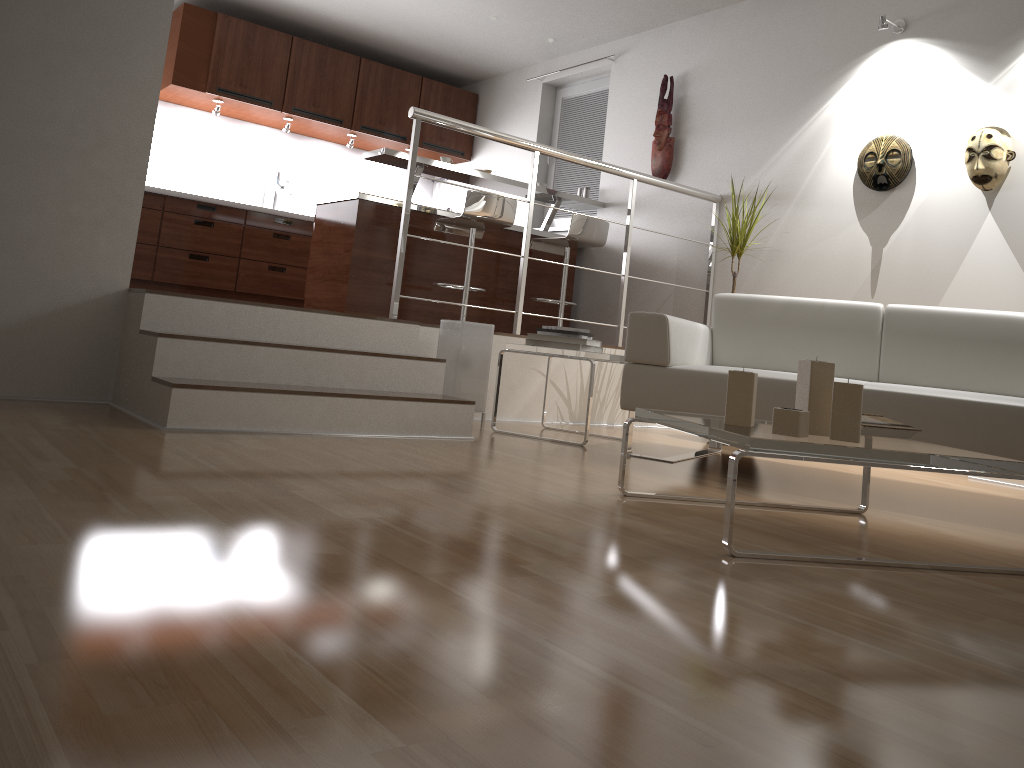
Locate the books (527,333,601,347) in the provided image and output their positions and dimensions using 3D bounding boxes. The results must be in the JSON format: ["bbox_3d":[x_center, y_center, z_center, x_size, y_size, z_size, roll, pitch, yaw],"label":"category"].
[{"bbox_3d":[0.241,-0.202,4.026,0.289,0.027,0.224,7,3,22],"label":"books"}]

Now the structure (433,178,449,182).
[{"bbox_3d":[-0.588,-1.947,8.307,0.048,0.034,0.599,7,2,-37],"label":"structure"}]

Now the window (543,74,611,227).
[{"bbox_3d":[0.569,-1.862,7.096,0.140,1.285,0.844,11,-6,-37],"label":"window"}]

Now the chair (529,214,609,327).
[{"bbox_3d":[0.367,-0.711,5.980,0.381,0.860,0.426,11,-6,-41],"label":"chair"}]

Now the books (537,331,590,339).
[{"bbox_3d":[0.243,-0.222,4.028,0.217,0.015,0.150,7,3,22],"label":"books"}]

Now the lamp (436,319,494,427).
[{"bbox_3d":[-0.235,-0.055,4.145,0.190,0.488,0.199,10,-7,-37],"label":"lamp"}]

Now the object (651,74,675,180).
[{"bbox_3d":[1.062,-1.768,6.106,0.151,0.801,0.148,5,-6,8],"label":"object"}]

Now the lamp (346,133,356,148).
[{"bbox_3d":[-1.383,-2.084,7.518,0.080,0.126,0.079,6,-4,3],"label":"lamp"}]

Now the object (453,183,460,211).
[{"bbox_3d":[-0.509,-1.731,8.096,0.023,0.387,0.071,11,-8,-37],"label":"object"}]

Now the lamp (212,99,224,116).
[{"bbox_3d":[-2.301,-2.154,6.831,0.080,0.126,0.079,6,-4,3],"label":"lamp"}]

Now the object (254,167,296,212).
[{"bbox_3d":[-1.994,-1.619,7.461,0.325,0.411,0.163,8,-6,-37],"label":"object"}]

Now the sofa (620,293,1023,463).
[{"bbox_3d":[1.424,0.023,3.449,1.791,0.749,0.894,7,-1,28],"label":"sofa"}]

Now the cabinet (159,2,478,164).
[{"bbox_3d":[-1.605,-2.495,7.586,2.688,0.644,0.652,5,-1,-37],"label":"cabinet"}]

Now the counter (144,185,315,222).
[{"bbox_3d":[-2.580,-1.429,6.798,2.079,0.040,0.683,4,3,-37],"label":"counter"}]

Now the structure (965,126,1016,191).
[{"bbox_3d":[2.318,-1.116,4.299,0.128,0.334,0.243,10,-5,-36],"label":"structure"}]

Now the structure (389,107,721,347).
[{"bbox_3d":[0.367,-0.770,4.942,2.298,1.066,0.057,6,-5,-37],"label":"structure"}]

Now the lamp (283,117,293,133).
[{"bbox_3d":[-1.842,-2.119,7.175,0.080,0.126,0.079,6,-4,3],"label":"lamp"}]

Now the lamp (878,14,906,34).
[{"bbox_3d":[2.069,-1.970,4.792,0.188,0.110,0.080,6,-3,-37],"label":"lamp"}]

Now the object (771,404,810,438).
[{"bbox_3d":[0.658,0.084,2.066,0.067,0.075,0.066,4,-3,38],"label":"object"}]

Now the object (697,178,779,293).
[{"bbox_3d":[1.204,-0.427,4.787,0.498,1.496,0.437,9,-6,-24],"label":"object"}]

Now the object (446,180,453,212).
[{"bbox_3d":[-0.565,-1.751,8.208,0.042,0.370,0.091,11,-8,-38],"label":"object"}]

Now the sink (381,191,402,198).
[{"bbox_3d":[-0.943,-1.446,8.046,0.664,0.587,0.602,7,-2,-37],"label":"sink"}]

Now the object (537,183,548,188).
[{"bbox_3d":[0.219,-1.424,6.325,0.079,0.046,0.066,6,0,0],"label":"object"}]

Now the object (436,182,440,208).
[{"bbox_3d":[-0.717,-1.769,8.385,0.007,0.383,0.033,11,-8,-37],"label":"object"}]

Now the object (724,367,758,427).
[{"bbox_3d":[0.590,0.030,2.250,0.067,0.153,0.066,4,-6,23],"label":"object"}]

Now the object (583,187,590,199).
[{"bbox_3d":[0.562,-1.429,6.611,0.053,0.113,0.051,2,-6,37],"label":"object"}]

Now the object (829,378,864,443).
[{"bbox_3d":[0.801,0.060,2.094,0.067,0.153,0.066,4,-6,23],"label":"object"}]

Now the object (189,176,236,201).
[{"bbox_3d":[-2.454,-1.574,7.172,0.365,0.244,0.156,6,-3,-36],"label":"object"}]

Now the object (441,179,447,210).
[{"bbox_3d":[-0.650,-1.757,8.285,0.020,0.383,0.106,11,-8,-37],"label":"object"}]

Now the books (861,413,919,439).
[{"bbox_3d":[0.960,0.108,2.465,0.202,0.056,0.292,5,2,-22],"label":"books"}]

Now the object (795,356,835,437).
[{"bbox_3d":[0.762,0.028,2.208,0.067,0.199,0.066,7,-6,-12],"label":"object"}]

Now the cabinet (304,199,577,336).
[{"bbox_3d":[-0.464,-0.766,6.268,1.827,0.760,0.634,5,-2,-37],"label":"cabinet"}]

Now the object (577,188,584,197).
[{"bbox_3d":[0.521,-1.434,6.653,0.053,0.111,0.051,2,-6,37],"label":"object"}]

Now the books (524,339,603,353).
[{"bbox_3d":[0.238,-0.174,4.022,0.289,0.027,0.224,8,3,32],"label":"books"}]

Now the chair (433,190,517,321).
[{"bbox_3d":[-0.262,-0.759,5.509,0.384,0.860,0.425,9,-6,-33],"label":"chair"}]

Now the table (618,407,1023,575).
[{"bbox_3d":[0.775,0.252,2.269,0.791,0.252,0.698,6,1,-12],"label":"table"}]

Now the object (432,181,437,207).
[{"bbox_3d":[-0.769,-1.774,8.431,0.033,0.388,0.064,11,-8,-37],"label":"object"}]

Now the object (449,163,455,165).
[{"bbox_3d":[-0.454,-1.451,5.777,0.128,0.008,0.140,5,3,-35],"label":"object"}]

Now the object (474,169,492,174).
[{"bbox_3d":[-0.188,-1.460,6.084,0.138,0.042,0.130,5,2,-35],"label":"object"}]

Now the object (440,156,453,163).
[{"bbox_3d":[-0.436,-1.472,5.785,0.079,0.046,0.066,6,0,7],"label":"object"}]

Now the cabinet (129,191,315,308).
[{"bbox_3d":[-2.067,-1.004,7.169,3.465,0.810,0.681,5,-1,-37],"label":"cabinet"}]

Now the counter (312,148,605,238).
[{"bbox_3d":[-0.276,-1.290,6.337,2.079,0.322,0.842,5,2,-37],"label":"counter"}]

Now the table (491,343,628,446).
[{"bbox_3d":[0.255,0.041,4.082,0.466,0.405,0.543,5,-1,28],"label":"table"}]

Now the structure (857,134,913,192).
[{"bbox_3d":[2.008,-1.207,4.760,0.068,0.320,0.317,11,-4,-37],"label":"structure"}]

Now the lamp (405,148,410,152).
[{"bbox_3d":[-0.925,-2.049,7.862,0.080,0.126,0.079,6,-4,3],"label":"lamp"}]
